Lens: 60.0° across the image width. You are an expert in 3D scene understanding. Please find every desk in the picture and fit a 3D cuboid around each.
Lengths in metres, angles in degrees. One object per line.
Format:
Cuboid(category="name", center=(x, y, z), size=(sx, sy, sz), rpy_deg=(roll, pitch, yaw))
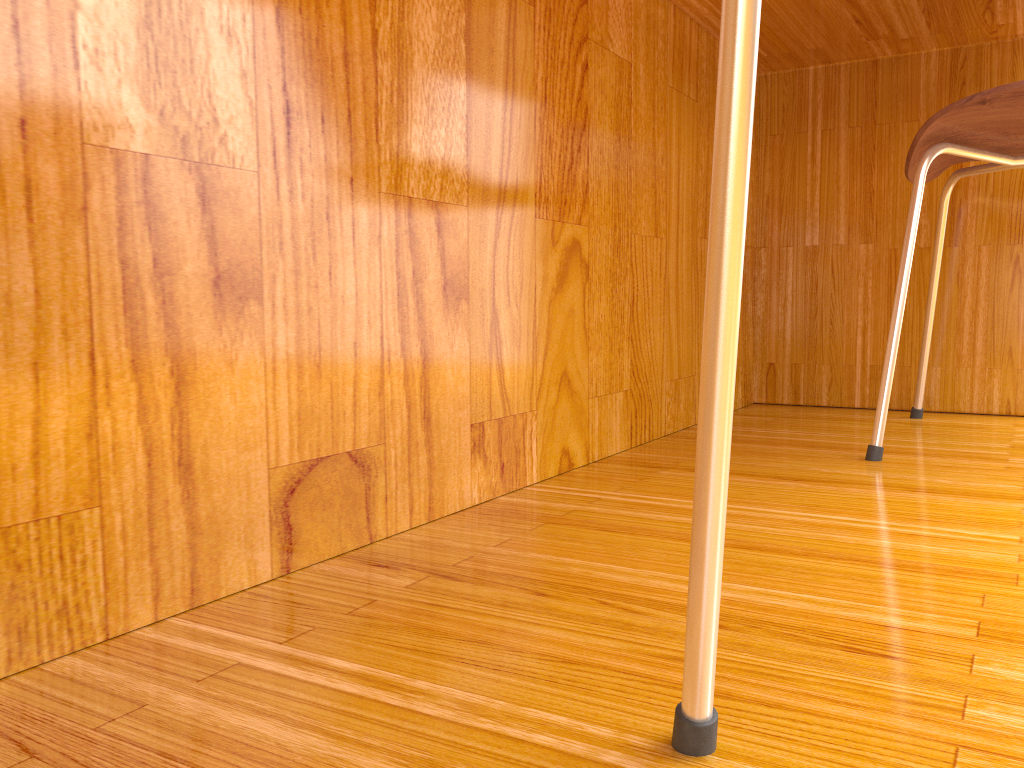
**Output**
Cuboid(category="desk", center=(-0.526, -0.355, 0.242), size=(1.248, 1.022, 3.216), rpy_deg=(2, 6, 30))

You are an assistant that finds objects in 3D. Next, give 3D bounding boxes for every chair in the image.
Cuboid(category="chair", center=(0.656, -0.264, 1.035), size=(0.381, 0.693, 0.428), rpy_deg=(2, 6, 30))
Cuboid(category="chair", center=(0.122, -0.171, 0.056), size=(0.381, 0.693, 0.428), rpy_deg=(2, 6, 30))
